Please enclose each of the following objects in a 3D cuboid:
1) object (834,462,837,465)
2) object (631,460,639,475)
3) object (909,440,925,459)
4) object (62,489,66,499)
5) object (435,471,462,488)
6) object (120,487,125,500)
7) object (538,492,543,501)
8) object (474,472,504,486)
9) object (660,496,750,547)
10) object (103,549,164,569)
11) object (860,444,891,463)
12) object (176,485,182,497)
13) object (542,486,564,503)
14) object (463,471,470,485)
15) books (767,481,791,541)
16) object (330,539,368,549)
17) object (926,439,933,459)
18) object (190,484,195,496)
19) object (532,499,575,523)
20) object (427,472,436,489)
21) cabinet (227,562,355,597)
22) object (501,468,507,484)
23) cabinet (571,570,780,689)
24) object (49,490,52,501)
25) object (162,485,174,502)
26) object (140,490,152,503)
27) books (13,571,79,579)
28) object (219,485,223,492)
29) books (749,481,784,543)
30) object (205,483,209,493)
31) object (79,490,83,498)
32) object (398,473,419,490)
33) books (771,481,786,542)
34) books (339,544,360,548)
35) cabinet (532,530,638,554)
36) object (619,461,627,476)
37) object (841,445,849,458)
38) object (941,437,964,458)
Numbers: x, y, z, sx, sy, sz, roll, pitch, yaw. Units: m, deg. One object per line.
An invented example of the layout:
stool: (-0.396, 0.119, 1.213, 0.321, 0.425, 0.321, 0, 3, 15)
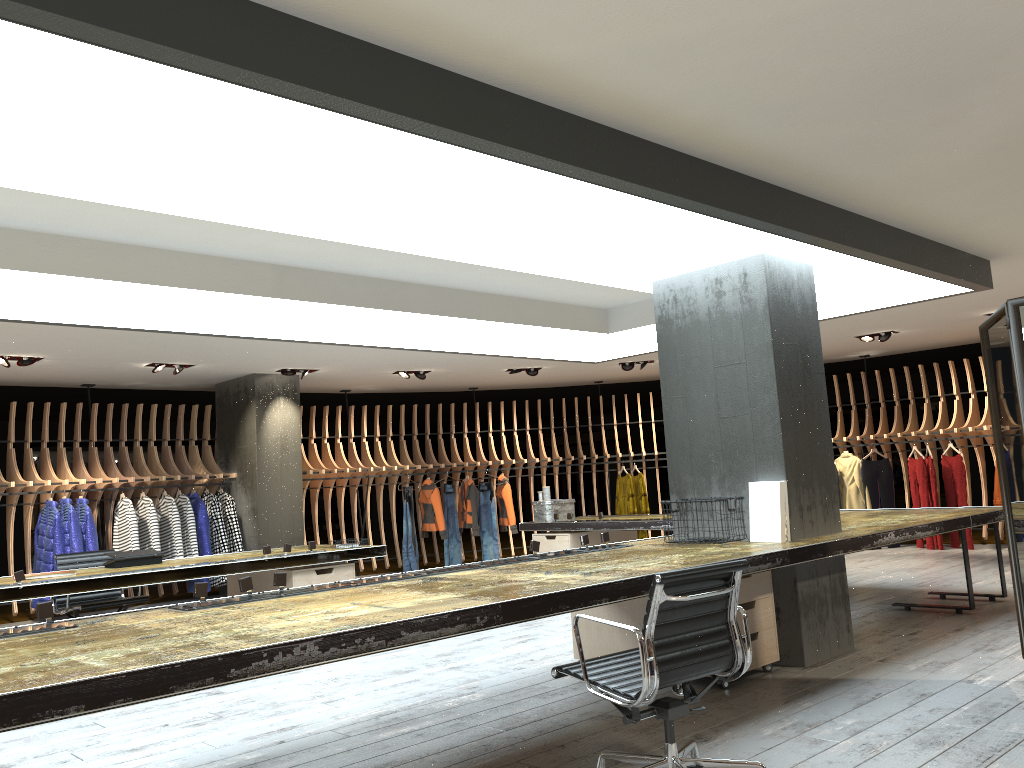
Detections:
object: (4.454, 1.032, 12.677, 0.012, 0.271, 0.524, -1, -7, -18)
object: (1.878, 1.290, 13.502, 0.012, 0.271, 0.524, -2, -7, -13)
object: (5.456, 0.892, 12.001, 0.012, 0.271, 0.524, -4, -7, 2)
object: (-5.062, 1.336, 10.031, 0.012, 0.291, 0.522, 3, -10, -43)
object: (-0.947, 1.413, 13.151, 0.023, 0.243, 0.549, -10, -10, 43)
object: (-4.586, 1.366, 10.461, 0.012, 0.313, 0.517, 3, -10, -43)
object: (0.325, 1.280, 10.092, 0.062, 0.109, 0.062, -5, -7, 12)
object: (-0.380, 1.397, 13.327, 0.549, 0.243, 0.023, -6, -8, 23)
object: (1.199, 0.859, 5.541, 0.329, 0.290, 0.459, 2, -9, -40)
object: (-2.906, 1.341, 6.813, 0.372, 0.111, 0.261, 3, -9, -43)
object: (5.036, 0.952, 12.321, 0.525, 0.271, 0.012, -1, -8, -18)
object: (-4.092, 1.387, 10.923, 0.012, 0.313, 0.517, 3, -10, -43)
object: (0.458, 1.263, 10.077, 0.088, 0.205, 0.262, 4, -10, -45)
object: (-0.666, 1.419, 13.241, 0.012, 0.271, 0.524, 0, -7, -23)
books: (1.598, 0.783, 5.452, 0.047, 0.369, 0.215, 3, -10, -43)
object: (-1.358, 1.335, 7.392, 0.301, 0.074, 0.216, -9, -9, 41)
object: (5.578, 0.871, 11.891, 0.012, 0.271, 0.524, -6, -7, 16)
object: (-3.988, 1.382, 11.104, 0.012, 0.271, 0.524, 3, -10, -43)
object: (0.483, 1.448, 10.119, 0.497, 0.240, 0.302, 3, -9, -43)
object: (-1.230, 1.431, 13.057, 0.012, 0.271, 0.524, 0, -8, -28)
cabinet: (-1.859, 1.842, 7.457, 0.593, 0.632, 1.130, 3, -9, -43)
object: (-0.143, 1.399, 13.382, 0.012, 0.271, 0.524, -2, -7, -13)
cabinet: (0.966, 1.439, 5.470, 0.593, 0.632, 1.130, 3, -9, -43)
object: (-5.187, 1.341, 9.958, 0.012, 0.293, 0.522, 3, -10, -43)
object: (-4.223, 1.382, 10.801, 0.012, 0.313, 0.517, 3, -10, -43)
object: (-4.414, 1.373, 10.622, 0.012, 0.313, 0.517, 3, -10, -43)
books: (-3.251, 1.334, 6.187, 0.365, 0.026, 0.212, 2, -9, -43)
object: (-3.698, 1.414, 11.300, 0.012, 0.313, 0.517, 3, -10, -43)
books: (1.547, 0.781, 5.404, 0.073, 0.369, 0.215, 3, -10, -43)
object: (-3.833, 1.409, 11.169, 0.012, 0.317, 0.515, 3, -10, -43)
object: (-4.944, 1.335, 10.166, 0.012, 0.271, 0.524, 3, -10, -43)
object: (-1.509, 1.422, 12.924, 0.023, 0.243, 0.548, -8, -8, 28)
books: (1.568, 0.782, 5.423, 0.075, 0.368, 0.215, 3, -10, -43)
books: (-1.357, 1.345, 7.386, 0.155, 0.025, 0.110, -9, -9, 41)
cabinet: (0.842, 1.960, 9.983, 1.131, 0.632, 0.592, 3, -9, -43)
object: (1.695, 1.302, 13.509, 0.012, 0.271, 0.524, -2, -7, -13)
object: (4.725, 0.998, 12.531, 0.012, 0.271, 0.524, -1, -7, -18)
object: (5.788, 0.836, 11.696, 0.012, 0.271, 0.524, -3, -7, -3)
